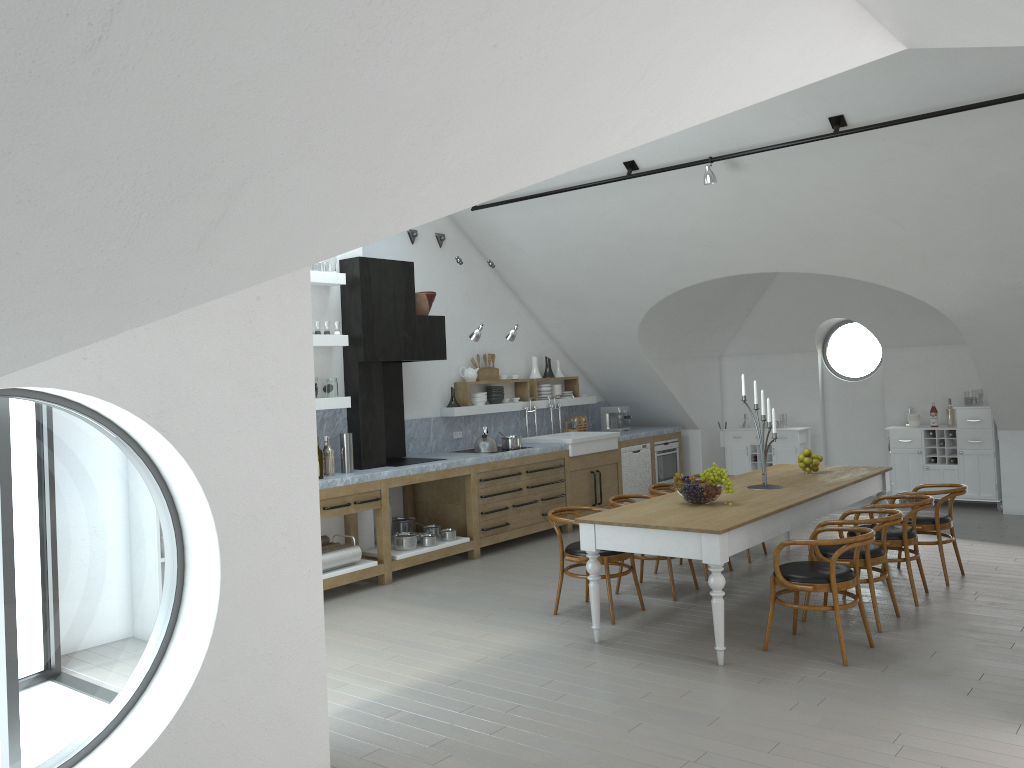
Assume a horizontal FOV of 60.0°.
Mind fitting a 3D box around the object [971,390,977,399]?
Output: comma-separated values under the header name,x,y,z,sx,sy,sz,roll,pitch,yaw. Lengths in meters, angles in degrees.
name,x,y,z,sx,sy,sz,roll,pitch,yaw
object,5.345,0.160,10.247,0.054,0.179,0.054,-3,-1,33

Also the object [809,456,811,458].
name,x,y,z,sx,sy,sz,roll,pitch,yaw
object,2.513,0.623,7.508,0.053,0.051,0.053,-3,0,10

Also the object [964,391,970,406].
name,x,y,z,sx,sy,sz,roll,pitch,yaw
object,5.221,0.172,10.169,0.048,0.169,0.048,-2,-1,-19

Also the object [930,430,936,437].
name,x,y,z,sx,sy,sz,roll,pitch,yaw
object,4.959,0.575,10.388,0.092,0.094,0.359,-3,0,39

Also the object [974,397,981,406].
name,x,y,z,sx,sy,sz,roll,pitch,yaw
object,5.349,0.201,10.176,0.071,0.099,0.071,-2,-1,-43

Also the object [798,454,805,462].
name,x,y,z,sx,sy,sz,roll,pitch,yaw
object,2.446,0.626,7.477,0.066,0.071,0.072,-3,0,8

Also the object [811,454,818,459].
name,x,y,z,sx,sy,sz,roll,pitch,yaw
object,2.540,0.614,7.446,0.053,0.057,0.058,-2,0,-37

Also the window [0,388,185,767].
name,x,y,z,sx,sy,sz,roll,pitch,yaw
window,-1.860,0.743,3.147,0.104,1.471,1.471,-4,-1,39

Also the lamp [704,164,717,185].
name,x,y,z,sx,sy,sz,roll,pitch,yaw
lamp,1.692,-1.790,7.567,0.112,0.175,0.114,-3,-1,2

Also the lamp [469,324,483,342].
name,x,y,z,sx,sy,sz,roll,pitch,yaw
lamp,-0.360,-0.504,8.769,0.115,0.178,0.164,-2,-1,-33

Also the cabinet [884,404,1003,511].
name,x,y,z,sx,sy,sz,roll,pitch,yaw
cabinet,5.079,0.835,10.366,1.241,1.154,0.610,-3,-1,39

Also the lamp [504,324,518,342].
name,x,y,z,sx,sy,sz,roll,pitch,yaw
lamp,0.005,-0.528,9.217,0.168,0.176,0.112,-3,-1,31

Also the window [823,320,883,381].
name,x,y,z,sx,sy,sz,roll,pitch,yaw
window,4.432,-0.438,11.473,0.899,0.900,0.060,-3,-1,39

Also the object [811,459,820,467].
name,x,y,z,sx,sy,sz,roll,pitch,yaw
object,2.537,0.659,7.412,0.071,0.072,0.070,-3,0,3

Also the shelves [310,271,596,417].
name,x,y,z,sx,sy,sz,roll,pitch,yaw
shelves,-0.641,-0.335,9.371,0.479,1.362,5.552,-3,0,33

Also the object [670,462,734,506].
name,x,y,z,sx,sy,sz,roll,pitch,yaw
object,1.297,0.681,6.063,0.393,0.284,0.292,-3,0,3

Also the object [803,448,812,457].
name,x,y,z,sx,sy,sz,roll,pitch,yaw
object,2.492,0.576,7.474,0.072,0.074,0.072,-3,-1,39

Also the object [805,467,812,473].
name,x,y,z,sx,sy,sz,roll,pitch,yaw
object,2.489,0.718,7.440,0.049,0.050,0.051,-3,-1,43

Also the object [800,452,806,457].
name,x,y,z,sx,sy,sz,roll,pitch,yaw
object,2.486,0.608,7.553,0.062,0.059,0.062,-3,0,39

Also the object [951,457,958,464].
name,x,y,z,sx,sy,sz,roll,pitch,yaw
object,5.129,0.877,10.251,0.081,0.081,0.358,-3,0,37

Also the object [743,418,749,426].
name,x,y,z,sx,sy,sz,roll,pitch,yaw
object,3.127,0.500,11.883,0.097,0.137,0.029,-3,-1,42

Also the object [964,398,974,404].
name,x,y,z,sx,sy,sz,roll,pitch,yaw
object,5.272,0.207,10.225,0.094,0.093,0.093,-2,0,-19

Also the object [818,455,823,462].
name,x,y,z,sx,sy,sz,roll,pitch,yaw
object,2.591,0.628,7.472,0.063,0.063,0.062,-3,0,1

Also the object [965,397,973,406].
name,x,y,z,sx,sy,sz,roll,pitch,yaw
object,5.204,0.205,10.089,0.082,0.105,0.081,-2,-1,-13

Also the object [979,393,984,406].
name,x,y,z,sx,sy,sz,roll,pitch,yaw
object,5.338,0.178,10.079,0.046,0.143,0.046,-2,-1,-40

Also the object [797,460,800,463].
name,x,y,z,sx,sy,sz,roll,pitch,yaw
object,2.459,0.654,7.534,0.062,0.059,0.062,-3,0,43

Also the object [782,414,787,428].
name,x,y,z,sx,sy,sz,roll,pitch,yaw
object,3.511,0.479,11.404,0.063,0.187,0.063,-3,-1,24

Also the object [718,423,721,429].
name,x,y,z,sx,sy,sz,roll,pitch,yaw
object,2.798,0.637,11.828,0.088,0.269,0.029,-3,-1,12

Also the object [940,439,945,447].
name,x,y,z,sx,sy,sz,roll,pitch,yaw
object,5.046,0.682,10.327,0.085,0.085,0.331,-3,0,38

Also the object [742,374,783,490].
name,x,y,z,sx,sy,sz,roll,pitch,yaw
object,1.923,0.351,6.825,0.265,0.875,0.775,-3,-1,13

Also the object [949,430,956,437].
name,x,y,z,sx,sy,sz,roll,pitch,yaw
object,5.115,0.573,10.251,0.087,0.085,0.360,-3,0,39

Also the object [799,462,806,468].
name,x,y,z,sx,sy,sz,roll,pitch,yaw
object,2.442,0.681,7.452,0.059,0.056,0.059,-3,0,33

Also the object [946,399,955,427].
name,x,y,z,sx,sy,sz,roll,pitch,yaw
object,5.098,0.335,10.307,0.085,0.331,0.085,-3,-1,-2

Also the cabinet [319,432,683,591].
name,x,y,z,sx,sy,sz,roll,pitch,yaw
cabinet,-0.105,1.265,9.522,1.003,1.022,6.431,-3,0,39

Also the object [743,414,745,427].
name,x,y,z,sx,sy,sz,roll,pitch,yaw
object,3.116,0.485,11.888,0.039,0.175,0.054,-4,-1,39

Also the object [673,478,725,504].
name,x,y,z,sx,sy,sz,roll,pitch,yaw
object,1.289,0.744,6.089,0.360,0.160,0.360,-3,0,19

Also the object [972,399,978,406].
name,x,y,z,sx,sy,sz,roll,pitch,yaw
object,5.278,0.211,10.133,0.077,0.085,0.077,-2,-1,-43

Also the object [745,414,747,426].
name,x,y,z,sx,sy,sz,roll,pitch,yaw
object,3.132,0.487,11.856,0.024,0.164,0.039,-2,-1,-38

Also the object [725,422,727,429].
name,x,y,z,sx,sy,sz,roll,pitch,yaw
object,2.840,0.635,11.793,0.029,0.269,0.088,-2,-1,-25

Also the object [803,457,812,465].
name,x,y,z,sx,sy,sz,roll,pitch,yaw
object,2.474,0.642,7.410,0.071,0.064,0.072,-3,0,32

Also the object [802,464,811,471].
name,x,y,z,sx,sy,sz,roll,pitch,yaw
object,2.492,0.703,7.507,0.080,0.074,0.078,-3,0,-6

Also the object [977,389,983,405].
name,x,y,z,sx,sy,sz,roll,pitch,yaw
object,5.404,0.154,10.222,0.063,0.187,0.063,-3,-1,25

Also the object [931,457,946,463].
name,x,y,z,sx,sy,sz,roll,pitch,yaw
object,4.998,0.879,10.365,0.156,0.085,0.331,-3,0,40

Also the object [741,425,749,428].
name,x,y,z,sx,sy,sz,roll,pitch,yaw
object,3.122,0.520,11.877,0.101,0.138,0.067,-3,-1,39

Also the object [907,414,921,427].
name,x,y,z,sx,sy,sz,roll,pitch,yaw
object,4.780,0.433,10.538,0.158,0.160,0.154,-2,0,-23

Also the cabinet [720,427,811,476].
name,x,y,z,sx,sy,sz,roll,pitch,yaw
cabinet,3.307,0.972,11.550,1.133,0.790,0.497,-3,-1,39

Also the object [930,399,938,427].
name,x,y,z,sx,sy,sz,roll,pitch,yaw
object,4.961,0.341,10.424,0.081,0.330,0.081,-3,-1,35

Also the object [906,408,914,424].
name,x,y,z,sx,sy,sz,roll,pitch,yaw
object,4.841,0.383,10.776,0.115,0.209,0.065,-3,-1,41

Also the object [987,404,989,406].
name,x,y,z,sx,sy,sz,roll,pitch,yaw
object,5.409,0.175,10.064,0.046,0.143,0.046,-2,-1,-40

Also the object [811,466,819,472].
name,x,y,z,sx,sy,sz,roll,pitch,yaw
object,2.553,0.707,7.466,0.064,0.063,0.063,-2,0,-40
